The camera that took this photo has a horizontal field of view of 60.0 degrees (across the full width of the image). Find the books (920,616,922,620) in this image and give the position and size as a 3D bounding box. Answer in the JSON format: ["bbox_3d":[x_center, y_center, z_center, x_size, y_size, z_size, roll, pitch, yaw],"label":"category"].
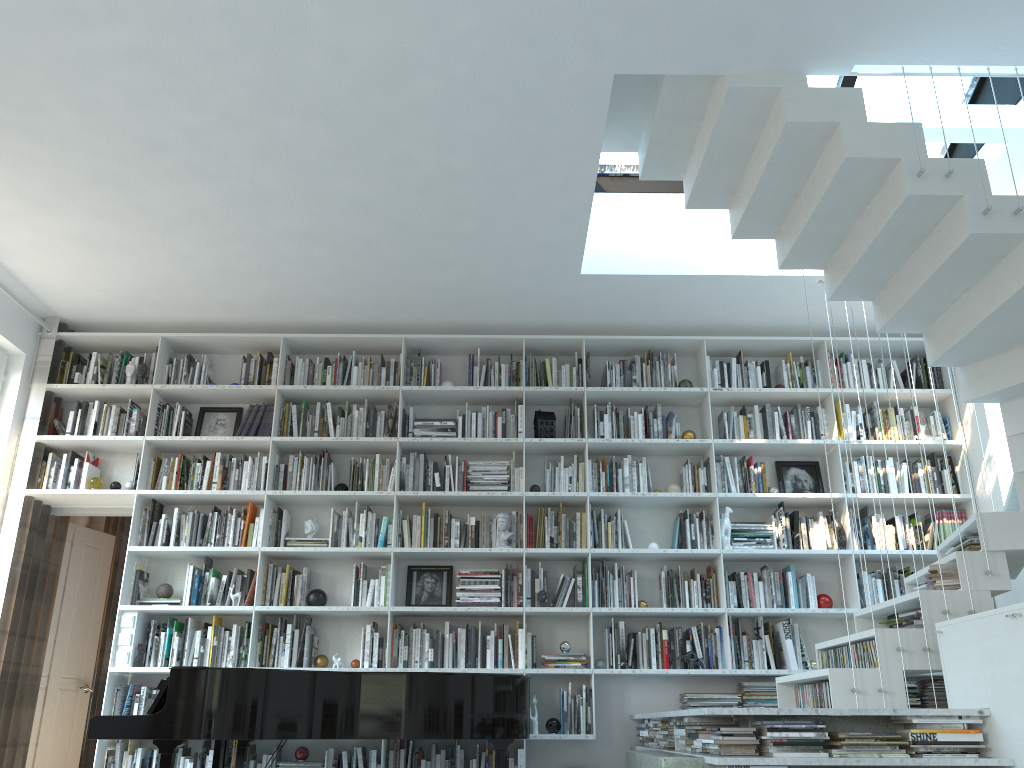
[{"bbox_3d":[2.042,1.118,4.244,0.141,0.028,0.223,-7,-22,17],"label":"books"}]

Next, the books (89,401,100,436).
[{"bbox_3d":[-2.847,0.279,6.111,0.021,0.285,0.179,0,-21,0],"label":"books"}]

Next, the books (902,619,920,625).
[{"bbox_3d":[2.105,1.211,4.512,0.189,0.012,0.156,-1,-21,2],"label":"books"}]

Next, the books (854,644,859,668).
[{"bbox_3d":[1.720,1.316,4.266,0.125,0.125,0.018,0,-21,0],"label":"books"}]

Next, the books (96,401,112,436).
[{"bbox_3d":[-2.818,0.284,6.131,0.037,0.290,0.156,0,-21,0],"label":"books"}]

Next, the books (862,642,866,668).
[{"bbox_3d":[1.721,1.282,4.179,0.125,0.125,0.009,0,-21,0],"label":"books"}]

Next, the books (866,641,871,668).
[{"bbox_3d":[1.721,1.263,4.129,0.125,0.125,0.008,0,-21,0],"label":"books"}]

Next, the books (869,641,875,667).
[{"bbox_3d":[1.721,1.249,4.087,0.125,0.122,0.037,0,-21,0],"label":"books"}]

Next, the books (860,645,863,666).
[{"bbox_3d":[1.720,1.293,4.206,0.125,0.124,0.007,0,-21,0],"label":"books"}]

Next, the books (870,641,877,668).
[{"bbox_3d":[1.721,1.243,4.072,0.125,0.123,0.034,0,-21,0],"label":"books"}]

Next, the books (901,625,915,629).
[{"bbox_3d":[2.106,1.236,4.503,0.184,0.013,0.226,1,-21,-3],"label":"books"}]

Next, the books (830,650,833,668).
[{"bbox_3d":[1.717,1.440,4.587,0.125,0.124,0.007,0,-21,0],"label":"books"}]

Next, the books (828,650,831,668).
[{"bbox_3d":[1.717,1.452,4.618,0.125,0.125,0.010,0,-21,0],"label":"books"}]

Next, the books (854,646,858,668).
[{"bbox_3d":[1.720,1.320,4.275,0.125,0.125,0.012,0,-21,0],"label":"books"}]

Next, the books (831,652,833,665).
[{"bbox_3d":[1.717,1.437,4.580,0.125,0.125,0.008,0,-21,0],"label":"books"}]

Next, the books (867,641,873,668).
[{"bbox_3d":[1.721,1.259,4.119,0.125,0.125,0.011,0,-21,0],"label":"books"}]

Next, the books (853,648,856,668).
[{"bbox_3d":[1.720,1.326,4.292,0.125,0.125,0.009,0,-21,0],"label":"books"}]

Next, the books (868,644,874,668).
[{"bbox_3d":[1.721,1.254,4.102,0.125,0.123,0.034,0,-21,0],"label":"books"}]

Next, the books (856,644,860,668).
[{"bbox_3d":[1.720,1.308,4.245,0.125,0.124,0.007,0,-21,0],"label":"books"}]

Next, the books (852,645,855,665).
[{"bbox_3d":[1.720,1.329,4.300,0.125,0.125,0.013,0,-21,0],"label":"books"}]

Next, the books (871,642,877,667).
[{"bbox_3d":[1.721,1.240,4.065,0.125,0.123,0.035,0,-21,0],"label":"books"}]

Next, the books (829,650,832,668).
[{"bbox_3d":[1.717,1.446,4.602,0.125,0.125,0.009,0,-21,0],"label":"books"}]

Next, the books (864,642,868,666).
[{"bbox_3d":[1.721,1.271,4.150,0.125,0.125,0.008,0,-21,0],"label":"books"}]

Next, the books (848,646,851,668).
[{"bbox_3d":[1.719,1.349,4.352,0.125,0.125,0.013,0,-21,0],"label":"books"}]

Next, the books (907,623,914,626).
[{"bbox_3d":[2.119,1.223,4.508,0.149,0.013,0.220,-2,-21,5],"label":"books"}]

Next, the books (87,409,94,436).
[{"bbox_3d":[-2.880,0.310,6.128,0.024,0.238,0.156,0,-21,0],"label":"books"}]

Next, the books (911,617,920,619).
[{"bbox_3d":[2.131,1.190,4.520,0.133,0.017,0.179,-1,-21,3],"label":"books"}]

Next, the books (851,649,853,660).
[{"bbox_3d":[1.719,1.339,4.324,0.125,0.125,0.009,0,-21,0],"label":"books"}]

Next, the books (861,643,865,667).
[{"bbox_3d":[1.721,1.285,4.185,0.125,0.125,0.008,0,-21,0],"label":"books"}]

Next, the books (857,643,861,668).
[{"bbox_3d":[1.720,1.305,4.237,0.125,0.125,0.008,0,-21,0],"label":"books"}]

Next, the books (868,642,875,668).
[{"bbox_3d":[1.721,1.252,4.094,0.125,0.123,0.035,0,-21,0],"label":"books"}]

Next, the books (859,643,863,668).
[{"bbox_3d":[1.720,1.296,4.214,0.125,0.125,0.009,0,-21,0],"label":"books"}]

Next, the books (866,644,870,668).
[{"bbox_3d":[1.721,1.266,4.136,0.125,0.124,0.007,0,-21,0],"label":"books"}]

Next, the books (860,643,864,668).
[{"bbox_3d":[1.720,1.290,4.199,0.125,0.124,0.007,0,-21,0],"label":"books"}]

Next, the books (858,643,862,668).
[{"bbox_3d":[1.720,1.299,4.222,0.125,0.125,0.010,0,-21,0],"label":"books"}]

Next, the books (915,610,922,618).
[{"bbox_3d":[2.031,1.100,4.255,0.169,0.014,0.213,-7,-22,18],"label":"books"}]

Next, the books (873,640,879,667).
[{"bbox_3d":[1.722,1.232,4.043,0.125,0.123,0.034,0,-21,0],"label":"books"}]

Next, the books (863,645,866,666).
[{"bbox_3d":[1.721,1.280,4.172,0.125,0.125,0.010,0,-21,0],"label":"books"}]

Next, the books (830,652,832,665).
[{"bbox_3d":[1.717,1.443,4.595,0.125,0.125,0.009,0,-21,0],"label":"books"}]

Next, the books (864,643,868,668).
[{"bbox_3d":[1.721,1.274,4.157,0.125,0.125,0.008,0,-21,0],"label":"books"}]

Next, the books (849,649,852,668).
[{"bbox_3d":[1.719,1.346,4.343,0.125,0.125,0.009,0,-21,0],"label":"books"}]

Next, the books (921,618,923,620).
[{"bbox_3d":[2.034,1.135,4.241,0.161,0.007,0.255,-7,-22,18],"label":"books"}]

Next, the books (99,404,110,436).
[{"bbox_3d":[-2.793,0.292,6.119,0.013,0.267,0.162,0,-21,0],"label":"books"}]

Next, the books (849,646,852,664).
[{"bbox_3d":[1.719,1.342,4.334,0.125,0.125,0.011,0,-21,0],"label":"books"}]

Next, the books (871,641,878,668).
[{"bbox_3d":[1.722,1.237,4.058,0.125,0.122,0.036,0,-21,0],"label":"books"}]

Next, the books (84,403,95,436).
[{"bbox_3d":[-2.905,0.287,6.137,0.028,0.287,0.133,0,-21,0],"label":"books"}]

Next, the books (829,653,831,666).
[{"bbox_3d":[1.717,1.449,4.610,0.125,0.124,0.007,0,-21,0],"label":"books"}]

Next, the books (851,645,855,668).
[{"bbox_3d":[1.719,1.335,4.314,0.125,0.125,0.016,0,-21,0],"label":"books"}]

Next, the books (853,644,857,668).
[{"bbox_3d":[1.720,1.323,4.285,0.125,0.124,0.007,0,-21,0],"label":"books"}]

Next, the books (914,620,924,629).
[{"bbox_3d":[2.019,1.149,4.241,0.172,0.019,0.240,-9,-23,23],"label":"books"}]

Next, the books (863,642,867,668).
[{"bbox_3d":[1.721,1.277,4.165,0.125,0.125,0.010,0,-21,0],"label":"books"}]

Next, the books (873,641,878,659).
[{"bbox_3d":[1.722,1.229,4.036,0.125,0.122,0.036,0,-21,0],"label":"books"}]

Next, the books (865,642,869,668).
[{"bbox_3d":[1.721,1.268,4.143,0.125,0.125,0.008,0,-21,0],"label":"books"}]

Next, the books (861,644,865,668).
[{"bbox_3d":[1.720,1.287,4.192,0.125,0.125,0.008,0,-21,0],"label":"books"}]

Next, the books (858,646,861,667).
[{"bbox_3d":[1.720,1.302,4.231,0.125,0.125,0.008,0,-21,0],"label":"books"}]

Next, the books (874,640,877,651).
[{"bbox_3d":[1.722,1.226,4.028,0.125,0.123,0.034,0,-21,0],"label":"books"}]

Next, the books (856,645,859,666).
[{"bbox_3d":[1.720,1.311,4.253,0.125,0.125,0.009,0,-21,0],"label":"books"}]

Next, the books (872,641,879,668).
[{"bbox_3d":[1.722,1.235,4.051,0.125,0.123,0.035,0,-21,0],"label":"books"}]

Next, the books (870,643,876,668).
[{"bbox_3d":[1.721,1.245,4.079,0.125,0.123,0.034,0,-21,0],"label":"books"}]
